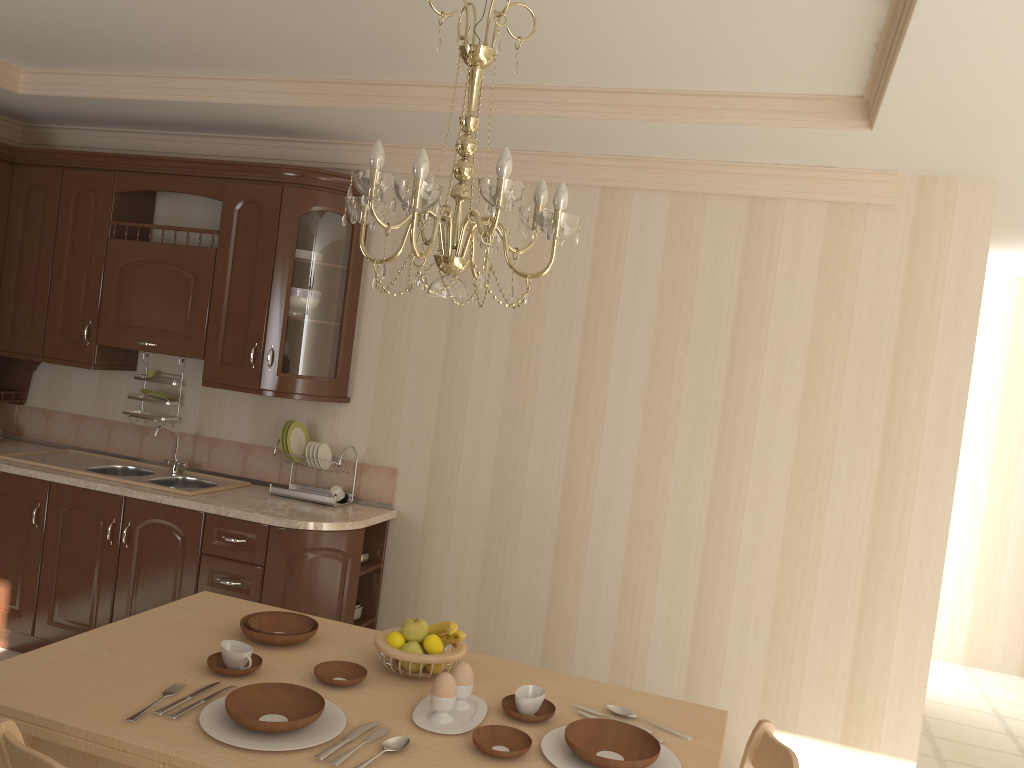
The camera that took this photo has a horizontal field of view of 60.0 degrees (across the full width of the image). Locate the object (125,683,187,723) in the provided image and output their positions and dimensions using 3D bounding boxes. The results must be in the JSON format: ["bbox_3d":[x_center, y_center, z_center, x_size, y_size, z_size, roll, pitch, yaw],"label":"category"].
[{"bbox_3d":[-0.753,0.674,1.882,0.028,0.004,0.218,7,2,7],"label":"object"}]

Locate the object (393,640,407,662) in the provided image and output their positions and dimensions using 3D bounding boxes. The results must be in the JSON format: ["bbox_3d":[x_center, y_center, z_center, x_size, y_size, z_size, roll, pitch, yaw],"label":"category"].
[{"bbox_3d":[-0.279,0.680,2.278,0.070,0.069,0.068,8,2,26],"label":"object"}]

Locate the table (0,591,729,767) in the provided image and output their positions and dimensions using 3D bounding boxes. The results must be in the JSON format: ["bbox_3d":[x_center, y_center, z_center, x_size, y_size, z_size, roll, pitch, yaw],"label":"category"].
[{"bbox_3d":[-0.372,1.109,2.057,1.567,0.774,0.900,8,2,17],"label":"table"}]

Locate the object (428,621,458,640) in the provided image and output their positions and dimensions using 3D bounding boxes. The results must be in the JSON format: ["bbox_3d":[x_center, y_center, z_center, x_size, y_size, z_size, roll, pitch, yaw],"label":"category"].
[{"bbox_3d":[-0.189,0.645,2.290,0.066,0.085,0.184,6,2,-35],"label":"object"}]

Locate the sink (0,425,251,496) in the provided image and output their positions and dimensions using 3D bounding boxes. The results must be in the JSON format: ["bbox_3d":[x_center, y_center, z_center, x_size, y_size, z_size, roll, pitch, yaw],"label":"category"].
[{"bbox_3d":[-1.814,0.346,4.167,1.077,0.348,0.448,8,2,17],"label":"sink"}]

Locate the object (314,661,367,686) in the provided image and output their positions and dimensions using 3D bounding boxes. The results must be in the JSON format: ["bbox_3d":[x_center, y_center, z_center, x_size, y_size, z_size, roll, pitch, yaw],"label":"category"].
[{"bbox_3d":[-0.412,0.699,2.125,0.127,0.026,0.126,7,2,-18],"label":"object"}]

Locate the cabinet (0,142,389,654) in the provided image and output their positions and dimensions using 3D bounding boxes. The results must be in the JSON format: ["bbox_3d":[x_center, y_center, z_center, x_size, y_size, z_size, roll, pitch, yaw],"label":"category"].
[{"bbox_3d":[-2.111,0.093,2.882,2.436,2.313,3.226,8,2,17],"label":"cabinet"}]

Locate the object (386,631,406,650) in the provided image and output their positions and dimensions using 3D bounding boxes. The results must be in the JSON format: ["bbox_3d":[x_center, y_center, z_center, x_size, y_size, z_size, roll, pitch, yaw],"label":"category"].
[{"bbox_3d":[-0.294,0.651,2.241,0.045,0.047,0.055,6,2,-41],"label":"object"}]

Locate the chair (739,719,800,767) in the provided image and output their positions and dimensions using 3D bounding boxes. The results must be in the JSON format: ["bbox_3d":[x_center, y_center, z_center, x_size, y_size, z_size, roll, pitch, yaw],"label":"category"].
[{"bbox_3d":[0.289,1.164,1.896,0.517,0.846,0.462,7,2,10],"label":"chair"}]

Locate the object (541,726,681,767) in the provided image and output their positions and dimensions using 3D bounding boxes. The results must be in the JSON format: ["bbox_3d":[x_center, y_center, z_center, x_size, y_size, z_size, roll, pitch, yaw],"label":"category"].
[{"bbox_3d":[0.209,0.792,1.886,0.299,0.009,0.299,7,2,-4],"label":"object"}]

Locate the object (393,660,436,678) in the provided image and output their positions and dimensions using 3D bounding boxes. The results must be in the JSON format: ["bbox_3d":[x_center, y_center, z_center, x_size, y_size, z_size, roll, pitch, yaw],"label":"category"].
[{"bbox_3d":[-0.241,0.723,2.269,0.128,0.011,0.128,6,2,-32],"label":"object"}]

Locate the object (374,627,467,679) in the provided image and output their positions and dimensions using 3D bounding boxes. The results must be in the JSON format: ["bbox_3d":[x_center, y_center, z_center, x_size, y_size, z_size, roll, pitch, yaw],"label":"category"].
[{"bbox_3d":[-0.237,0.692,2.268,0.235,0.068,0.235,6,2,-26],"label":"object"}]

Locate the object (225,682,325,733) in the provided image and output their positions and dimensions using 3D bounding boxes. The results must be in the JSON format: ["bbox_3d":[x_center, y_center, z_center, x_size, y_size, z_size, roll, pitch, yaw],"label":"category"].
[{"bbox_3d":[-0.498,0.686,1.860,0.204,0.042,0.204,8,2,17],"label":"object"}]

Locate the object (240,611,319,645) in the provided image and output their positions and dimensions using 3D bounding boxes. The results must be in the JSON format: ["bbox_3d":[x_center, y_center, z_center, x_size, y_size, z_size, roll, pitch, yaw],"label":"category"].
[{"bbox_3d":[-0.621,0.657,2.364,0.204,0.042,0.204,6,2,-34],"label":"object"}]

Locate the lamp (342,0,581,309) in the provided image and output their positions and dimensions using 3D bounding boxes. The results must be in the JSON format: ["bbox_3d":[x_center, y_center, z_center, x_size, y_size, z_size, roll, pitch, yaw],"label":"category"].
[{"bbox_3d":[-0.084,-0.674,1.992,0.502,0.982,0.501,7,2,-13],"label":"lamp"}]

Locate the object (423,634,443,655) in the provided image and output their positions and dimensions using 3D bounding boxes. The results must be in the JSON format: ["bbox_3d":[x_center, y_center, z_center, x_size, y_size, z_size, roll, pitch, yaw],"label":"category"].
[{"bbox_3d":[-0.197,0.655,2.224,0.051,0.053,0.045,7,2,5],"label":"object"}]

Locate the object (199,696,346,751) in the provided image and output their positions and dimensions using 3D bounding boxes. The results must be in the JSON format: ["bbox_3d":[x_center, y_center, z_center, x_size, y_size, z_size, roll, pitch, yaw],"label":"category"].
[{"bbox_3d":[-0.499,0.704,1.860,0.299,0.009,0.299,8,2,15],"label":"object"}]

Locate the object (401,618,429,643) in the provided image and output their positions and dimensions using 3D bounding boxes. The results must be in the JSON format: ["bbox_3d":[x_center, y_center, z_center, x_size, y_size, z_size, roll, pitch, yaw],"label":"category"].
[{"bbox_3d":[-0.247,0.629,2.257,0.069,0.061,0.068,8,2,33],"label":"object"}]

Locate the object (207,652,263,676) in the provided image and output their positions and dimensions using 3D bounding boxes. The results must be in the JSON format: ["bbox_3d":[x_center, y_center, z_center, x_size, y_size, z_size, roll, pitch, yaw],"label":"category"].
[{"bbox_3d":[-0.659,0.668,2.106,0.127,0.026,0.126,9,2,44],"label":"object"}]

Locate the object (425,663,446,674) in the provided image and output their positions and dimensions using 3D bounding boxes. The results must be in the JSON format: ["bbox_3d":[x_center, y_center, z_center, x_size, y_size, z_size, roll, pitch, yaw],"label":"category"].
[{"bbox_3d":[-0.191,0.703,2.224,0.055,0.046,0.046,6,2,-40],"label":"object"}]

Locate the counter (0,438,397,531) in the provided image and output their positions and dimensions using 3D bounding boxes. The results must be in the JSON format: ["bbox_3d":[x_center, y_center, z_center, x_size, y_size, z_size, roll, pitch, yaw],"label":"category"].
[{"bbox_3d":[-2.056,0.431,3.177,2.422,0.034,2.603,8,2,17],"label":"counter"}]

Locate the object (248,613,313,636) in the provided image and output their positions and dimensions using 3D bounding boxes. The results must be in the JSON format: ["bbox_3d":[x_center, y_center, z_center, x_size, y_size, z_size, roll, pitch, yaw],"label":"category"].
[{"bbox_3d":[-0.619,0.654,2.364,0.168,0.034,0.168,8,2,28],"label":"object"}]

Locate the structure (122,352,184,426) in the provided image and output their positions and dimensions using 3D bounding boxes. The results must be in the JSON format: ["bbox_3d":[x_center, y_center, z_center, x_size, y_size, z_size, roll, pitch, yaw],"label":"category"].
[{"bbox_3d":[-1.775,0.028,4.396,0.256,0.361,0.131,8,2,17],"label":"structure"}]

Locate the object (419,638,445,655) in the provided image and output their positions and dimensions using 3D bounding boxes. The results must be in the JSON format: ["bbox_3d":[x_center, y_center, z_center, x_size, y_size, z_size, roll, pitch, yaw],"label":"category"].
[{"bbox_3d":[-0.211,0.684,2.279,0.076,0.065,0.077,7,2,-7],"label":"object"}]

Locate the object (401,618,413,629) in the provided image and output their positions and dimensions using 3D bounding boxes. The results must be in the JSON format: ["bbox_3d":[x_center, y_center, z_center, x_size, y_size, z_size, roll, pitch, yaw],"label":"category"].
[{"bbox_3d":[-0.261,0.633,2.309,0.054,0.046,0.047,6,2,-32],"label":"object"}]

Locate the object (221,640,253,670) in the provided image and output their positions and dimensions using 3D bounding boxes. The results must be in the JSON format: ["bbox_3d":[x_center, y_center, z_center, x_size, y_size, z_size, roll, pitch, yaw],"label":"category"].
[{"bbox_3d":[-0.652,0.653,2.102,0.063,0.055,0.119,5,2,-44],"label":"object"}]

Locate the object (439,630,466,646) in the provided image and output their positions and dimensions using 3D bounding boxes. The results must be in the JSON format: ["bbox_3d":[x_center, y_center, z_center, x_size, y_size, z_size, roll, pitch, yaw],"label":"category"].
[{"bbox_3d":[-0.172,0.666,2.289,0.064,0.094,0.176,6,2,-36],"label":"object"}]

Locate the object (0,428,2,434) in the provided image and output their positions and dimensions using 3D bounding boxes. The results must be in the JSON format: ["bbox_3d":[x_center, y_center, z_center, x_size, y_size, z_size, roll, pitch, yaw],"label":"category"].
[{"bbox_3d":[-2.646,0.225,4.503,0.097,0.106,0.117,6,2,-28],"label":"object"}]

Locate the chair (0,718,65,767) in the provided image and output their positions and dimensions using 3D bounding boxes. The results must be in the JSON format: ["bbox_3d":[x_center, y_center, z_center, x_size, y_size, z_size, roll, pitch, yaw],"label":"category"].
[{"bbox_3d":[-0.670,1.050,1.679,0.462,0.846,0.517,8,2,34],"label":"chair"}]

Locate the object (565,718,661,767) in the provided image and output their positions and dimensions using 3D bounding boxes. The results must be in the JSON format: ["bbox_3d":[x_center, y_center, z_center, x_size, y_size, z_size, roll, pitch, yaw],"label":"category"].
[{"bbox_3d":[0.211,0.774,1.885,0.204,0.042,0.204,7,2,-13],"label":"object"}]

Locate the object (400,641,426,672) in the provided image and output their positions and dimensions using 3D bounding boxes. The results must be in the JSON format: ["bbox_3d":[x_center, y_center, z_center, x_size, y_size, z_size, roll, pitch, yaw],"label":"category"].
[{"bbox_3d":[-0.247,0.681,2.214,0.072,0.076,0.074,7,2,-8],"label":"object"}]
